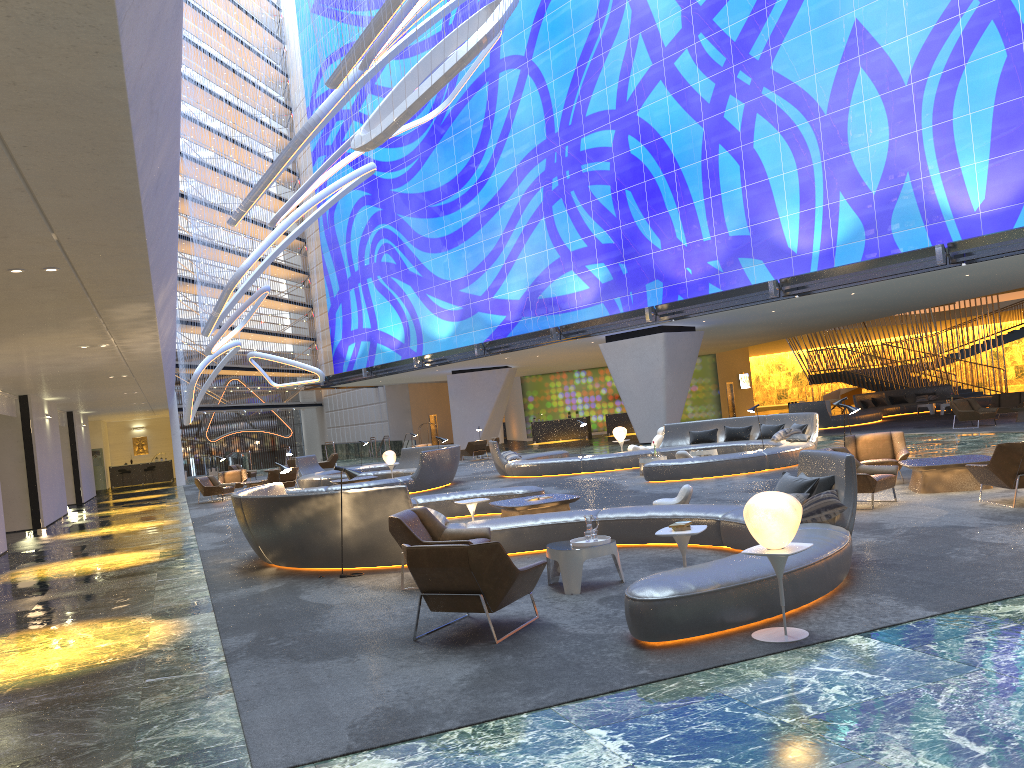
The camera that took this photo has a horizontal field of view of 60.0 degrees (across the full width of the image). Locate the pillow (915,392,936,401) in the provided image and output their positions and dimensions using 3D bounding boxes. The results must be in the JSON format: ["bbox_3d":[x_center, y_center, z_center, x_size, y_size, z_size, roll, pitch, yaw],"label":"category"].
[{"bbox_3d":[16.416,0.516,35.171,0.776,0.366,0.317,-7,-1,20],"label":"pillow"}]

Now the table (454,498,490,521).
[{"bbox_3d":[-0.499,1.817,11.575,0.417,0.595,0.428,-6,-1,-25],"label":"table"}]

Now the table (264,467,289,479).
[{"bbox_3d":[-9.430,3.646,36.017,1.203,0.392,1.204,-6,-2,-3],"label":"table"}]

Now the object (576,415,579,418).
[{"bbox_3d":[3.363,1.645,45.528,0.150,0.145,0.150,-6,-1,12],"label":"object"}]

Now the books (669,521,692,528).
[{"bbox_3d":[1.369,1.141,7.205,0.133,0.022,0.189,-7,-2,30],"label":"books"}]

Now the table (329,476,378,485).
[{"bbox_3d":[-4.132,2.684,23.242,1.201,0.392,1.205,-5,-2,-21],"label":"table"}]

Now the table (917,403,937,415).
[{"bbox_3d":[15.525,0.946,33.188,0.672,0.406,0.673,-7,-1,23],"label":"table"}]

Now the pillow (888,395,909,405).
[{"bbox_3d":[15.397,0.624,35.328,0.784,0.386,0.315,-6,-1,-5],"label":"pillow"}]

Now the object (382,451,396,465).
[{"bbox_3d":[-3.407,2.044,24.628,0.366,0.387,0.318,-6,-1,-14],"label":"object"}]

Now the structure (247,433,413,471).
[{"bbox_3d":[-13.007,8.024,58.478,9.294,8.399,19.763,-6,-2,-21],"label":"structure"}]

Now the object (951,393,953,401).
[{"bbox_3d":[15.771,0.492,31.760,0.076,0.356,0.066,-6,0,-29],"label":"object"}]

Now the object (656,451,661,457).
[{"bbox_3d":[3.216,1.530,19.457,0.071,0.118,0.151,-6,-1,-11],"label":"object"}]

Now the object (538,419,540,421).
[{"bbox_3d":[1.401,1.885,46.060,0.108,0.108,0.111,-6,-1,13],"label":"object"}]

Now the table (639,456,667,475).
[{"bbox_3d":[3.042,1.810,19.400,0.672,0.406,0.672,-7,-2,31],"label":"table"}]

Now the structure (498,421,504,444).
[{"bbox_3d":[-0.754,2.398,50.998,1.020,2.051,0.774,-6,0,-43],"label":"structure"}]

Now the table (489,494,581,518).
[{"bbox_3d":[0.343,1.887,12.951,1.201,0.392,1.205,-5,-2,-21],"label":"table"}]

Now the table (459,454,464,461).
[{"bbox_3d":[-2.493,2.907,35.599,1.201,0.392,1.205,-5,-2,-21],"label":"table"}]

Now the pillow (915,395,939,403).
[{"bbox_3d":[16.309,0.566,35.009,0.876,0.262,0.694,-5,-2,-31],"label":"pillow"}]

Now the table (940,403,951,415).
[{"bbox_3d":[15.697,0.880,31.681,0.670,0.406,0.675,-5,-2,-34],"label":"table"}]

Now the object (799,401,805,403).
[{"bbox_3d":[11.088,0.823,33.811,0.318,0.387,0.367,-6,-1,-14],"label":"object"}]

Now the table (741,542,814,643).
[{"bbox_3d":[1.812,1.405,6.001,0.428,0.595,0.417,-6,-1,43],"label":"table"}]

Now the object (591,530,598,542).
[{"bbox_3d":[0.769,1.425,8.263,0.071,0.118,0.071,-6,0,37],"label":"object"}]

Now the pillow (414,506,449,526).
[{"bbox_3d":[-1.100,1.608,10.690,0.878,0.262,0.691,-7,-2,31],"label":"pillow"}]

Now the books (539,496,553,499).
[{"bbox_3d":[0.494,1.664,13.014,0.133,0.012,0.189,-5,-2,-31],"label":"books"}]

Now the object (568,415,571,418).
[{"bbox_3d":[2.965,1.689,45.606,0.150,0.145,0.150,-6,-1,12],"label":"object"}]

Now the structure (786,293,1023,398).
[{"bbox_3d":[21.724,-2.125,39.594,11.968,6.247,16.514,-5,-2,-21],"label":"structure"}]

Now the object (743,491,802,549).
[{"bbox_3d":[1.753,0.916,5.950,0.366,0.387,0.318,-5,-1,-39],"label":"object"}]

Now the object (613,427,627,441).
[{"bbox_3d":[2.977,1.371,24.442,0.366,0.387,0.318,-5,-1,-39],"label":"object"}]

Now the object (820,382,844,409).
[{"bbox_3d":[17.299,0.596,47.809,1.204,1.664,0.476,-6,0,-11],"label":"object"}]

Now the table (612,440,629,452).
[{"bbox_3d":[3.036,1.860,24.493,0.428,0.595,0.417,-6,-1,43],"label":"table"}]

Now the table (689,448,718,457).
[{"bbox_3d":[4.327,1.701,20.193,0.673,0.406,0.671,-6,-1,-2],"label":"table"}]

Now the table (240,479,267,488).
[{"bbox_3d":[-7.796,3.204,27.535,1.201,0.392,1.205,-5,-2,-21],"label":"table"}]

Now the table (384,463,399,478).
[{"bbox_3d":[-3.328,2.531,24.671,0.417,0.595,0.428,-6,-1,-22],"label":"table"}]

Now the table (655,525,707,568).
[{"bbox_3d":[1.388,1.479,7.196,0.428,0.595,0.417,-6,-1,23],"label":"table"}]

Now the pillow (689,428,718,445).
[{"bbox_3d":[4.796,1.332,22.238,0.770,0.369,0.295,-7,-1,23],"label":"pillow"}]

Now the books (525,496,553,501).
[{"bbox_3d":[0.393,1.669,13.018,0.395,0.039,0.301,-6,-2,-7],"label":"books"}]

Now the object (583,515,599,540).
[{"bbox_3d":[0.742,1.364,8.358,0.130,0.252,0.103,-6,0,-38],"label":"object"}]

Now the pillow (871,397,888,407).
[{"bbox_3d":[14.519,0.702,35.049,0.758,0.417,0.282,-5,-1,-28],"label":"pillow"}]

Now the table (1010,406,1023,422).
[{"bbox_3d":[14.266,0.789,24.129,1.205,0.392,1.201,-7,-2,34],"label":"table"}]

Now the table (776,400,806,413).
[{"bbox_3d":[14.814,1.286,46.716,1.244,0.727,2.304,-7,-2,27],"label":"table"}]

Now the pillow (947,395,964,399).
[{"bbox_3d":[17.242,0.515,34.471,0.444,0.207,0.444,-5,-2,-35],"label":"pillow"}]

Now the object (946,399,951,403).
[{"bbox_3d":[15.703,0.623,31.889,0.151,0.118,0.071,-6,0,14],"label":"object"}]

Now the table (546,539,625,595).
[{"bbox_3d":[0.668,1.706,8.387,0.670,0.406,0.674,-5,-1,-25],"label":"table"}]

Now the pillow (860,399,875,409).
[{"bbox_3d":[13.856,0.777,34.516,0.768,0.369,0.295,-5,-1,-42],"label":"pillow"}]

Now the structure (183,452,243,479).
[{"bbox_3d":[-18.827,8.513,55.763,3.013,8.238,19.859,-6,-1,-21],"label":"structure"}]

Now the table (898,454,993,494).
[{"bbox_3d":[6.130,1.266,12.469,1.204,0.392,1.202,-6,-2,14],"label":"table"}]

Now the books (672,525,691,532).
[{"bbox_3d":[1.376,1.167,7.207,0.128,0.030,0.182,-6,-2,1],"label":"books"}]

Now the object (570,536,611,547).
[{"bbox_3d":[0.736,1.473,8.308,0.380,0.038,0.382,-5,-2,-29],"label":"object"}]

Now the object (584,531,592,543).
[{"bbox_3d":[0.707,1.430,8.212,0.071,0.118,0.071,-6,0,-39],"label":"object"}]

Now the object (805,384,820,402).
[{"bbox_3d":[16.241,0.706,47.807,0.477,1.664,1.203,-6,0,34],"label":"object"}]

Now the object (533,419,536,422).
[{"bbox_3d":[1.161,1.892,46.119,0.149,0.150,0.149,-6,-1,13],"label":"object"}]

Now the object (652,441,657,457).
[{"bbox_3d":[3.122,1.417,19.328,0.076,0.356,0.066,-6,0,36],"label":"object"}]
